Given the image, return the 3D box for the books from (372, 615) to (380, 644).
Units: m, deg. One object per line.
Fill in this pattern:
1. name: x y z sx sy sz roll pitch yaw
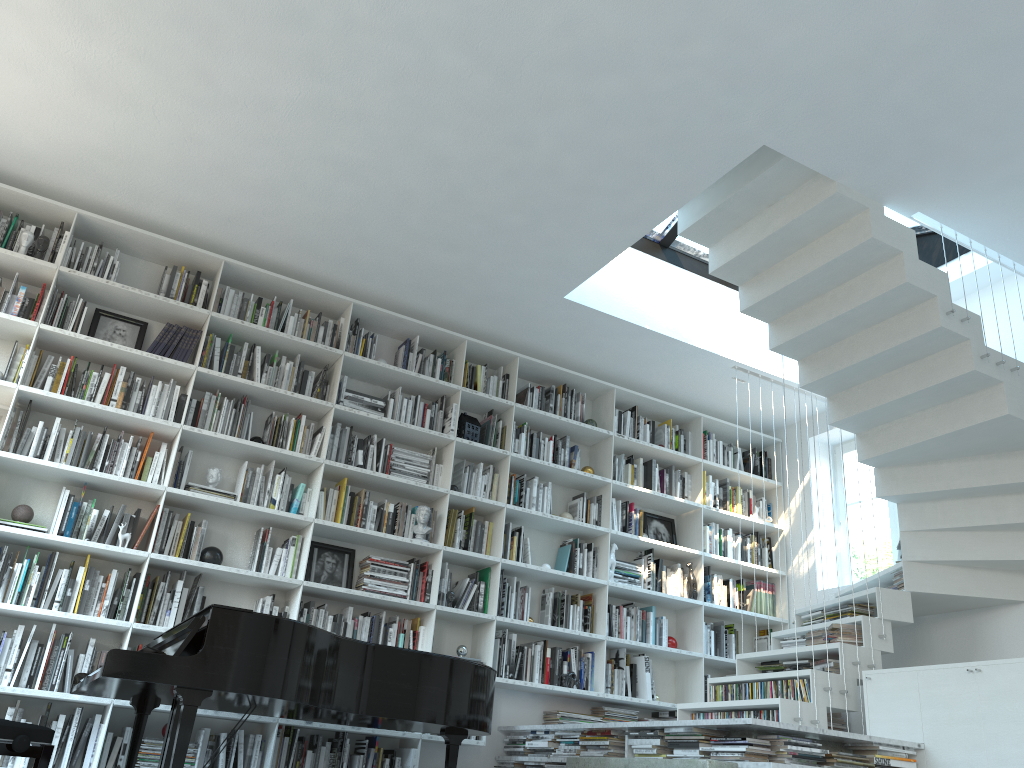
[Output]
1. books: -0.855 1.538 5.340 0.028 0.263 0.162 17 -27 -25

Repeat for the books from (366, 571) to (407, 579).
1. books: -0.803 1.203 5.518 0.254 0.012 0.161 16 -27 -22

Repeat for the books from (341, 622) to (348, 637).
1. books: -1.024 1.516 5.243 0.023 0.195 0.165 17 -27 -25

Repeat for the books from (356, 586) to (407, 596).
1. books: -0.809 1.288 5.475 0.285 0.012 0.160 15 -26 -20

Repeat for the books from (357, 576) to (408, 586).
1. books: -0.804 1.234 5.499 0.285 0.012 0.160 15 -26 -20

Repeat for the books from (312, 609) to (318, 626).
1. books: -1.189 1.453 5.198 0.024 0.246 0.132 17 -27 -25

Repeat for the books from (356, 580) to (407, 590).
1. books: -0.811 1.259 5.497 0.285 0.012 0.160 17 -27 -24

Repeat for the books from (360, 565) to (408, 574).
1. books: -0.800 1.170 5.533 0.254 0.012 0.161 19 -28 -27

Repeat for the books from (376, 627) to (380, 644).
1. books: -0.844 1.577 5.349 0.021 0.202 0.128 17 -27 -25

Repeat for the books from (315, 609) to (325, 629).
1. books: -1.158 1.455 5.194 0.027 0.244 0.180 17 -27 -25

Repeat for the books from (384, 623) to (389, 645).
1. books: -0.795 1.577 5.377 0.014 0.234 0.154 17 -27 -25

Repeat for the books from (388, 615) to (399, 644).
1. books: -0.740 1.566 5.414 0.014 0.292 0.138 17 -27 -25

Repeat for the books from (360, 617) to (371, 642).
1. books: -0.910 1.530 5.310 0.026 0.244 0.192 17 -27 -25

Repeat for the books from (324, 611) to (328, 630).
1. books: -1.134 1.470 5.222 0.021 0.243 0.142 17 -27 -25

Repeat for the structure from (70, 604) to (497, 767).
1. structure: -0.903 1.574 3.929 1.921 0.829 1.339 17 -27 -25

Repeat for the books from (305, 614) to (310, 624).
1. books: -1.229 1.453 5.160 0.024 0.207 0.170 17 -27 -25

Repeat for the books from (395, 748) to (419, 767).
1. books: -0.626 2.251 5.123 0.038 0.267 0.278 17 -27 -25

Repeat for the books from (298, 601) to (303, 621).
1. books: -1.265 1.410 5.154 0.011 0.274 0.146 17 -27 -25

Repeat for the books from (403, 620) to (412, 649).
1. books: -0.680 1.593 5.434 0.026 0.271 0.175 17 -27 -25

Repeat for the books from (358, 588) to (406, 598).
1. books: -0.815 1.302 5.478 0.285 0.012 0.160 18 -27 -26

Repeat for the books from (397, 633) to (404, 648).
1. books: -0.708 1.620 5.391 0.023 0.182 0.169 17 -27 -25

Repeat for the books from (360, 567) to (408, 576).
1. books: -0.800 1.180 5.526 0.254 0.012 0.161 19 -28 -28

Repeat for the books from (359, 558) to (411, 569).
1. books: -0.795 1.135 5.544 0.285 0.012 0.160 20 -28 -29

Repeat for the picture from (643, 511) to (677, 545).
1. picture: 1.131 1.144 6.776 0.300 0.298 0.078 17 -27 -25

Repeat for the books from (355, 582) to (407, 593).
1. books: -0.813 1.270 5.495 0.285 0.012 0.160 17 -27 -25

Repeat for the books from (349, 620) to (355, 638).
1. books: -0.990 1.526 5.287 0.025 0.219 0.140 17 -27 -25

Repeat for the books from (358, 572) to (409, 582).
1. books: -0.802 1.212 5.509 0.285 0.012 0.160 15 -26 -20

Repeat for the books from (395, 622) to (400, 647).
1. books: -0.733 1.590 5.418 0.014 0.255 0.145 17 -27 -25

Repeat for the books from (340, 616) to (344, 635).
1. books: -1.045 1.500 5.252 0.013 0.229 0.139 17 -27 -25

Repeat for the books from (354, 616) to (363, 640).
1. books: -0.945 1.528 5.323 0.025 0.253 0.136 17 -27 -25

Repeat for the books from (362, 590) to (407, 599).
1. books: -0.811 1.309 5.465 0.285 0.012 0.160 20 -28 -29

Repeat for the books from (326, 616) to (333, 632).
1. books: -1.105 1.481 5.208 0.023 0.216 0.175 17 -27 -25

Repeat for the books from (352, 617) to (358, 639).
1. books: -0.963 1.523 5.295 0.031 0.236 0.159 17 -27 -25

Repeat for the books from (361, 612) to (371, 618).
1. books: -0.903 1.525 5.346 0.014 0.285 0.135 17 -27 -25

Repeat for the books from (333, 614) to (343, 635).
1. books: -1.058 1.487 5.237 0.029 0.236 0.166 17 -27 -25

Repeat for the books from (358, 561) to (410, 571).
1. books: -0.800 1.148 5.545 0.285 0.012 0.160 16 -27 -23

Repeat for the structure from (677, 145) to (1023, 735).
1. structure: 1.814 0.599 5.108 2.617 3.366 1.960 17 -27 -25

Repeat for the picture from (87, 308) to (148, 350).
1. picture: -2.339 -0.281 5.241 0.300 0.298 0.078 17 -27 -25

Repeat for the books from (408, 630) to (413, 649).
1. books: -0.647 1.626 5.427 0.042 0.211 0.169 17 -27 -25

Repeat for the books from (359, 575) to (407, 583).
1. books: -0.803 1.224 5.505 0.254 0.012 0.161 20 -28 -29

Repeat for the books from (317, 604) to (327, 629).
1. books: -1.138 1.442 5.207 0.013 0.281 0.167 17 -27 -25

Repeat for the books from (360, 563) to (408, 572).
1. books: -0.798 1.158 5.536 0.254 0.012 0.161 19 -28 -28

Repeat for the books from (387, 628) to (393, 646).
1. books: -0.774 1.592 5.369 0.023 0.203 0.168 17 -27 -25

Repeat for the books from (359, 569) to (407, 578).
1. books: -0.802 1.192 5.523 0.254 0.012 0.161 19 -28 -27

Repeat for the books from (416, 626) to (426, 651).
1. books: -0.592 1.625 5.456 0.033 0.245 0.177 17 -27 -25

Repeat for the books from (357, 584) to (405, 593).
1. books: -0.808 1.277 5.481 0.254 0.012 0.161 20 -28 -29

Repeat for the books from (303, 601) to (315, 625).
1. books: -1.212 1.428 5.201 0.027 0.289 0.141 17 -27 -25

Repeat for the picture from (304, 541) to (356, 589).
1. picture: -1.115 1.128 5.424 0.300 0.298 0.078 17 -27 -25

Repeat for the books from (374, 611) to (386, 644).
1. books: -0.821 1.536 5.367 0.012 0.295 0.178 17 -27 -25

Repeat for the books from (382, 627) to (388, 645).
1. books: -0.807 1.581 5.354 0.024 0.206 0.183 17 -27 -25

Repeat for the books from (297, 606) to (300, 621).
1. books: -1.287 1.421 5.145 0.029 0.242 0.154 17 -27 -25

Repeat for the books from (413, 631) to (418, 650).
1. books: -0.624 1.631 5.440 0.011 0.215 0.166 17 -27 -25

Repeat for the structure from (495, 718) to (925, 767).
1. structure: 1.371 2.221 4.672 2.903 0.656 3.123 17 -27 -25

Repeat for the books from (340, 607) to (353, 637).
1. books: -1.005 1.484 5.283 0.026 0.290 0.152 17 -27 -25

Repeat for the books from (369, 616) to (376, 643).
1. books: -0.875 1.537 5.337 0.010 0.260 0.182 17 -27 -25

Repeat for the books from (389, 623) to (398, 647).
1. books: -0.753 1.584 5.384 0.023 0.233 0.175 17 -27 -25

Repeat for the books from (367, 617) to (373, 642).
1. books: -0.890 1.542 5.339 0.011 0.250 0.159 17 -27 -25

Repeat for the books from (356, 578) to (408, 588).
1. books: -0.808 1.247 5.500 0.285 0.012 0.160 16 -27 -23

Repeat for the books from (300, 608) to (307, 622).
1. books: -1.245 1.430 5.145 0.027 0.233 0.168 17 -27 -25

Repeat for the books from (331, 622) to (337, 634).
1. books: -1.081 1.502 5.208 0.029 0.183 0.175 17 -27 -25
